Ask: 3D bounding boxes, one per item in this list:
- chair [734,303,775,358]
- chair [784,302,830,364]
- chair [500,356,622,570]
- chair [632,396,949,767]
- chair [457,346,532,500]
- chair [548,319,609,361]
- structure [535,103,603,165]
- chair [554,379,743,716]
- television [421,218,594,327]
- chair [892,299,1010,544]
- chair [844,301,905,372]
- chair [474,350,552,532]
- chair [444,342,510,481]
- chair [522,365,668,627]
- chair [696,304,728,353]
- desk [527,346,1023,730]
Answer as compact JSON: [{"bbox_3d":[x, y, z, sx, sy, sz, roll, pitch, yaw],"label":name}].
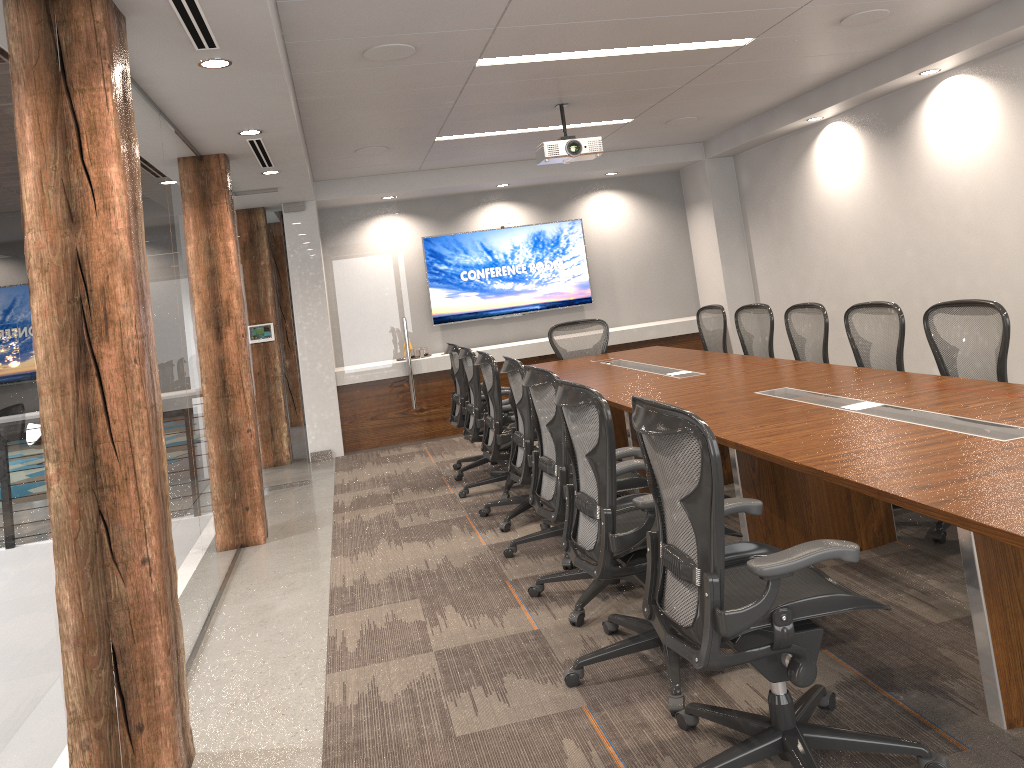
[{"bbox_3d":[1.732,-0.050,6.810,0.762,1.101,0.796,-7,-1,0],"label":"chair"},{"bbox_3d":[1.922,0.012,5.994,0.799,1.101,0.759,-7,-1,-25],"label":"chair"},{"bbox_3d":[0.273,0.349,4.894,0.799,1.101,0.759,-7,-1,-25],"label":"chair"},{"bbox_3d":[0.693,0.549,2.524,0.800,1.101,0.758,-7,-1,-37],"label":"chair"},{"bbox_3d":[-0.070,0.225,6.463,0.799,1.101,0.759,-7,-1,-27],"label":"chair"},{"bbox_3d":[0.747,-0.038,7.908,0.777,1.101,0.780,-7,-1,-27],"label":"chair"},{"bbox_3d":[0.424,-1.957,6.777,0.462,0.460,0.315,-8,-1,-11],"label":"structure"},{"bbox_3d":[0.501,0.490,3.307,0.800,1.101,0.758,-7,-1,-29],"label":"chair"},{"bbox_3d":[-0.043,-1.332,10.090,1.917,1.120,0.064,-8,-4,-12],"label":"television"},{"bbox_3d":[2.224,0.143,4.414,0.800,1.101,0.758,-7,-1,-30],"label":"chair"},{"bbox_3d":[2.022,0.082,5.224,0.764,1.101,0.794,-7,-1,-9],"label":"chair"},{"bbox_3d":[0.140,0.284,5.661,0.766,1.101,0.792,-7,-1,-18],"label":"chair"},{"bbox_3d":[-0.173,0.157,7.224,0.764,1.101,0.794,-7,-1,-5],"label":"chair"},{"bbox_3d":[0.437,0.414,4.091,0.767,1.101,0.791,-7,-1,-22],"label":"chair"},{"bbox_3d":[1.575,-0.113,7.589,0.764,1.101,0.794,-7,-1,-9],"label":"chair"},{"bbox_3d":[1.289,0.370,4.974,1.409,0.757,6.018,-8,6,-10],"label":"desk"}]
